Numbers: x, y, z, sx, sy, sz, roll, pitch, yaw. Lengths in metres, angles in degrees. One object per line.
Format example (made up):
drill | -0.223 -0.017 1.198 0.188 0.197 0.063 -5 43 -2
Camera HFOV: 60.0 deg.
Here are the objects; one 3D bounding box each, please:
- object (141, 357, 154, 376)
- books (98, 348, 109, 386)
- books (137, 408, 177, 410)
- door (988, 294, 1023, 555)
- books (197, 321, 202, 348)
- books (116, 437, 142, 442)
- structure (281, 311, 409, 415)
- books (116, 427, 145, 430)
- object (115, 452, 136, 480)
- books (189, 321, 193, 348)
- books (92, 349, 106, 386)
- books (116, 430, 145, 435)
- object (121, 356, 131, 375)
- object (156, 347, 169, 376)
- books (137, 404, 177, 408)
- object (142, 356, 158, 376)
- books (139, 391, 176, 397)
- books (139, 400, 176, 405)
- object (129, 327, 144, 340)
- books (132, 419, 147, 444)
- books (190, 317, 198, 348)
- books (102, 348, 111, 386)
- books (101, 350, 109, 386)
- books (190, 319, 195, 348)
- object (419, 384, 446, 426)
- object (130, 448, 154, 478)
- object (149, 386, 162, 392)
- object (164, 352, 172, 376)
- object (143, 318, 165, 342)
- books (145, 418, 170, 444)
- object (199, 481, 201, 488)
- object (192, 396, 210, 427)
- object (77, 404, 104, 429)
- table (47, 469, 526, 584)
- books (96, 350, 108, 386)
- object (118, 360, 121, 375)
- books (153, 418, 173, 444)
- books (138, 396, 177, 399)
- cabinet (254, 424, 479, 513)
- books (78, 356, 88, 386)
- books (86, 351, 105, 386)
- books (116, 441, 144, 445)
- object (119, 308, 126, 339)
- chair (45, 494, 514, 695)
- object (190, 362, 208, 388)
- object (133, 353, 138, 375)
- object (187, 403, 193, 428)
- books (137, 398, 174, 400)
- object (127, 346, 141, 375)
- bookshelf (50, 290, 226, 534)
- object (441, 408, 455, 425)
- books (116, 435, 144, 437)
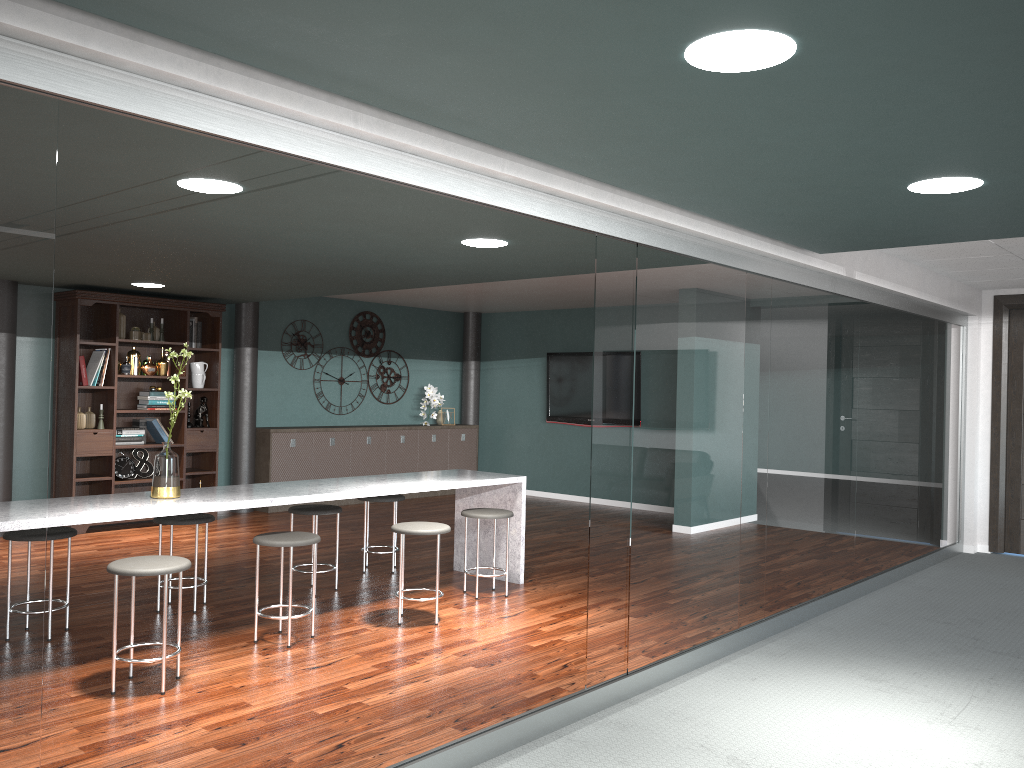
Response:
object | -3.227 -0.158 7.854 0.099 0.169 0.099 1 0 15
books | -3.494 -0.142 7.508 0.197 0.322 0.062 1 -1 41
books | -3.168 0.222 7.910 0.205 0.016 0.268 1 -1 41
door | 4.418 0.336 7.082 1.038 2.130 0.139 1 -1 41
books | -2.923 -0.447 8.160 0.194 0.248 0.042 1 -1 41
books | -3.360 0.473 7.656 0.194 0.042 0.248 1 -1 41
structure | -1.805 -0.243 9.876 0.017 1.178 1.791 1 -1 41
books | -3.350 0.385 7.666 0.205 0.016 0.268 1 -1 41
object | -3.347 0.707 7.602 0.159 0.238 0.224 1 -1 41
books | -2.982 -0.449 8.093 0.194 0.248 0.042 1 -1 41
books | -3.516 -0.140 7.488 0.197 0.316 0.090 1 -1 41
books | -3.343 0.415 7.674 0.194 0.042 0.248 1 -1 41
object | -3.311 -0.157 7.611 0.079 0.161 0.080 2 0 -23
object | -3.107 -0.198 7.877 0.108 0.256 0.108 2 0 -15
books | -3.166 0.199 7.912 0.184 0.027 0.286 1 -1 41
object | -3.162 -0.160 7.743 0.073 0.175 0.144 1 -1 43
books | -3.162 0.090 7.913 0.194 0.042 0.248 1 -1 41
books | -3.166 0.164 7.910 0.194 0.042 0.248 1 -1 41
object | -3.280 -0.438 7.734 0.096 0.126 0.106 1 0 2
books | -3.293 0.418 7.837 0.139 0.214 0.063 1 -1 41
books | -2.947 -0.468 8.134 0.184 0.286 0.027 1 -1 41
books | -3.483 -0.142 7.518 0.197 0.322 0.062 1 -1 41
books | -3.492 -0.136 7.514 0.210 0.309 0.063 1 -1 41
books | -2.962 -0.460 8.116 0.205 0.268 0.016 1 -1 41
object | -0.939 0.245 10.555 0.221 0.495 0.600 1 0 15
object | -3.289 0.695 7.844 0.051 0.268 0.233 1 -1 41
object | -3.174 0.043 7.891 0.104 0.052 0.100 2 -1 -45
object | -3.122 -0.180 8.002 0.092 0.222 0.092 2 0 -15
object | -3.195 -0.483 7.847 0.184 0.221 0.196 1 -1 41
books | -3.164 0.418 7.883 0.194 0.227 0.176 1 -1 41
object | -2.873 1.018 8.168 0.108 0.256 0.108 2 0 -15
object | -2.884 0.255 8.196 0.215 0.286 0.116 1 -1 37
object | -3.570 0.266 7.431 0.186 0.221 0.250 1 -1 39
table | -1.652 0.897 4.259 0.609 0.699 4.577 1 -1 41
books | -3.503 -0.137 7.503 0.210 0.309 0.063 1 -1 41
object | -3.418 -0.165 7.630 0.105 0.172 0.105 1 -1 37
books | -3.142 0.417 7.909 0.205 0.228 0.166 1 -1 41
books | -3.163 0.118 7.904 0.205 0.016 0.268 1 -1 41
cabinet | -4.617 0.780 6.399 0.402 0.820 12.287 1 -1 41
books | -3.608 -0.110 7.386 0.194 0.252 0.084 1 -1 41
books | -3.536 -0.131 7.473 0.210 0.296 0.115 1 -1 41
books | -3.360 0.508 7.658 0.184 0.027 0.286 1 -1 41
object | -3.389 -0.515 7.650 0.104 0.273 0.104 1 0 -13
chair | -1.679 0.991 4.320 1.479 0.512 4.029 1 -1 41
object | -2.947 -0.093 8.187 0.268 0.262 0.137 1 0 -9
object | -3.243 -0.170 7.644 0.040 0.191 0.040 2 -1 -40
object | -2.951 0.283 8.098 0.077 0.228 0.077 1 0 24
books | -3.166 0.134 7.910 0.205 0.016 0.268 1 -1 41
object | -3.301 -0.201 7.736 0.114 0.251 0.114 2 0 -23
bookshelf | -3.275 0.240 7.804 0.482 1.984 1.339 1 -1 41
object | -0.767 0.390 10.639 0.174 0.207 0.042 2 0 -29
books | -3.359 0.443 7.657 0.205 0.016 0.268 1 -1 41
